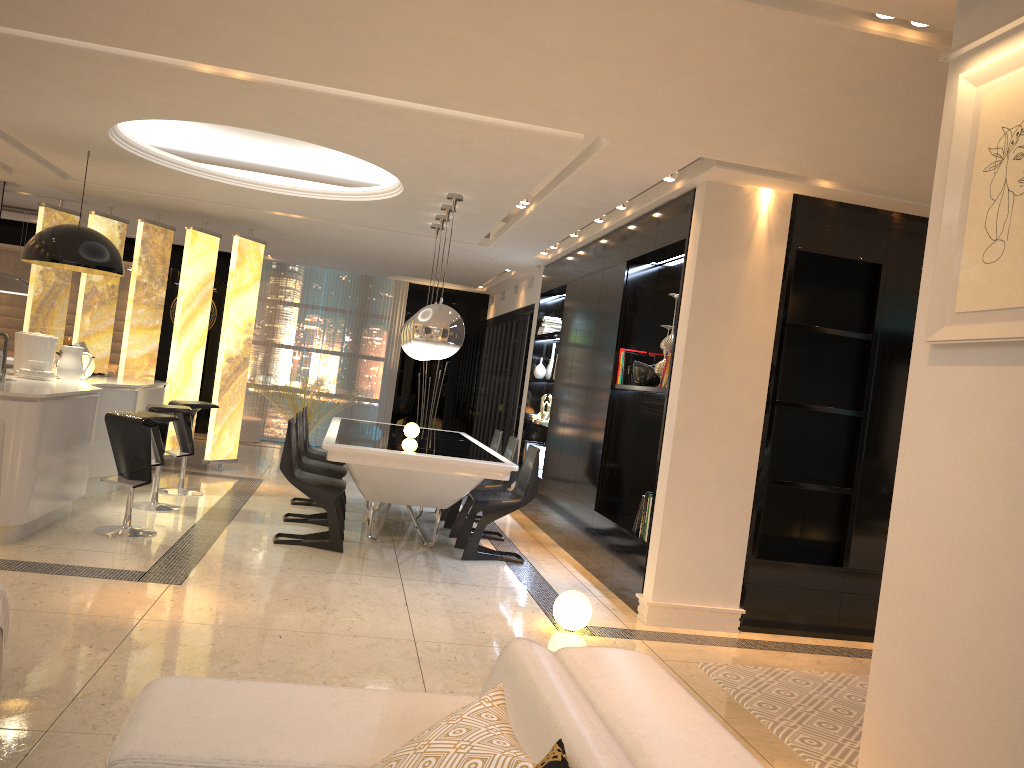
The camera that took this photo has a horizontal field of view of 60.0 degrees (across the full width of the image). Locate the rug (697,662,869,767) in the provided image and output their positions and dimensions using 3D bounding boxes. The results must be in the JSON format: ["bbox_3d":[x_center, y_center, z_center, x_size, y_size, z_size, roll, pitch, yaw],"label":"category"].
[{"bbox_3d":[3.513,1.758,4.227,5.025,0.015,1.526,8,0,-10],"label":"rug"}]

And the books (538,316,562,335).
[{"bbox_3d":[0.422,-0.611,9.484,0.259,0.188,0.302,7,0,-3],"label":"books"}]

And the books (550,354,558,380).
[{"bbox_3d":[0.499,-0.158,8.826,0.207,0.256,0.245,8,0,-11],"label":"books"}]

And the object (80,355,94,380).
[{"bbox_3d":[-3.425,-0.144,7.026,0.213,0.214,0.212,7,0,40],"label":"object"}]

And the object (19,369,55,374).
[{"bbox_3d":[-3.392,-0.083,6.331,0.229,0.016,0.229,7,0,20],"label":"object"}]

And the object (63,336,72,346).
[{"bbox_3d":[-6.719,-0.379,13.411,0.390,0.718,0.388,8,0,-19],"label":"object"}]

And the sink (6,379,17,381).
[{"bbox_3d":[-3.477,0.026,5.497,0.485,0.152,0.738,8,0,-10],"label":"sink"}]

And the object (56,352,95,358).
[{"bbox_3d":[-3.833,-0.188,7.763,0.266,0.147,0.253,7,0,33],"label":"object"}]

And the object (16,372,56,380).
[{"bbox_3d":[-3.396,-0.051,6.332,0.264,0.033,0.264,8,0,-41],"label":"object"}]

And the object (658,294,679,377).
[{"bbox_3d":[1.034,-0.273,5.762,0.121,0.612,0.121,8,0,-15],"label":"object"}]

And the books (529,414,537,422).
[{"bbox_3d":[0.302,0.373,9.475,0.209,0.073,0.266,7,0,-7],"label":"books"}]

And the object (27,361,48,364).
[{"bbox_3d":[-3.386,-0.130,6.332,0.138,0.051,0.138,7,0,38],"label":"object"}]

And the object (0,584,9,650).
[{"bbox_3d":[-2.073,0.726,2.332,1.347,0.580,0.972,7,0,27],"label":"object"}]

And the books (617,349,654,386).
[{"bbox_3d":[0.902,-0.114,6.482,0.210,0.270,0.236,8,0,-10],"label":"books"}]

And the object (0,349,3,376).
[{"bbox_3d":[-3.149,-0.114,5.403,0.071,0.219,0.071,8,0,-34],"label":"object"}]

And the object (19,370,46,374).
[{"bbox_3d":[-3.393,-0.079,6.331,0.229,0.016,0.229,7,0,20],"label":"object"}]

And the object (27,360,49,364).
[{"bbox_3d":[-3.385,-0.136,6.332,0.138,0.051,0.138,7,0,38],"label":"object"}]

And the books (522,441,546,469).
[{"bbox_3d":[0.235,0.761,9.540,0.210,0.270,0.236,8,0,-10],"label":"books"}]

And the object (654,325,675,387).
[{"bbox_3d":[1.021,-0.177,5.916,0.121,0.416,0.121,8,0,-15],"label":"object"}]

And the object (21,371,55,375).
[{"bbox_3d":[-3.394,-0.074,6.331,0.229,0.016,0.229,7,0,20],"label":"object"}]

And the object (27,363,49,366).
[{"bbox_3d":[-3.387,-0.119,6.332,0.138,0.051,0.138,7,0,38],"label":"object"}]

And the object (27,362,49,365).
[{"bbox_3d":[-3.387,-0.124,6.332,0.138,0.051,0.138,7,0,38],"label":"object"}]

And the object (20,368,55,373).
[{"bbox_3d":[-3.392,-0.088,6.331,0.229,0.016,0.229,7,0,20],"label":"object"}]

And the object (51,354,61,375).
[{"bbox_3d":[-3.623,-0.150,6.919,0.211,0.174,0.211,7,0,37],"label":"object"}]

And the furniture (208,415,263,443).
[{"bbox_3d":[-3.941,0.618,12.644,0.735,0.357,0.735,8,0,-8],"label":"furniture"}]

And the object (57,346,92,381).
[{"bbox_3d":[-3.367,-0.158,6.805,0.183,0.254,0.211,7,0,42],"label":"object"}]

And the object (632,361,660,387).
[{"bbox_3d":[0.933,-0.061,6.172,0.193,0.177,0.375,8,0,-9],"label":"object"}]

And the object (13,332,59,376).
[{"bbox_3d":[-3.555,-0.220,6.602,0.288,0.330,0.288,7,0,7],"label":"object"}]

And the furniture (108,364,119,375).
[{"bbox_3d":[-6.000,0.121,13.236,1.312,0.810,1.107,8,0,-10],"label":"furniture"}]

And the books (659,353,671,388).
[{"bbox_3d":[1.061,-0.080,5.575,0.189,0.238,0.290,8,0,-11],"label":"books"}]

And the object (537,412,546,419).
[{"bbox_3d":[0.325,0.349,9.262,0.125,0.125,0.125,7,0,29],"label":"object"}]

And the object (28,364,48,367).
[{"bbox_3d":[-3.388,-0.113,6.332,0.138,0.051,0.138,7,0,38],"label":"object"}]

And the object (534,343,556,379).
[{"bbox_3d":[0.355,-0.246,9.468,0.210,0.395,0.180,7,0,-7],"label":"object"}]

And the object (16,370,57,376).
[{"bbox_3d":[-3.395,-0.063,6.332,0.264,0.033,0.264,8,0,-41],"label":"object"}]

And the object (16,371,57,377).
[{"bbox_3d":[-3.395,-0.057,6.332,0.264,0.033,0.264,8,0,-41],"label":"object"}]

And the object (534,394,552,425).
[{"bbox_3d":[0.346,0.262,9.095,0.177,0.311,0.177,8,0,-10],"label":"object"}]

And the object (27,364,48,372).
[{"bbox_3d":[-3.389,-0.107,6.332,0.138,0.051,0.138,7,0,38],"label":"object"}]

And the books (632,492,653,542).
[{"bbox_3d":[0.922,0.831,5.601,0.222,0.296,0.345,8,0,-10],"label":"books"}]

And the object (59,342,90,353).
[{"bbox_3d":[-3.828,-0.274,7.758,0.249,0.212,0.256,7,0,25],"label":"object"}]

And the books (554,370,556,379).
[{"bbox_3d":[0.537,-0.157,8.620,0.212,0.261,0.252,8,0,-10],"label":"books"}]
